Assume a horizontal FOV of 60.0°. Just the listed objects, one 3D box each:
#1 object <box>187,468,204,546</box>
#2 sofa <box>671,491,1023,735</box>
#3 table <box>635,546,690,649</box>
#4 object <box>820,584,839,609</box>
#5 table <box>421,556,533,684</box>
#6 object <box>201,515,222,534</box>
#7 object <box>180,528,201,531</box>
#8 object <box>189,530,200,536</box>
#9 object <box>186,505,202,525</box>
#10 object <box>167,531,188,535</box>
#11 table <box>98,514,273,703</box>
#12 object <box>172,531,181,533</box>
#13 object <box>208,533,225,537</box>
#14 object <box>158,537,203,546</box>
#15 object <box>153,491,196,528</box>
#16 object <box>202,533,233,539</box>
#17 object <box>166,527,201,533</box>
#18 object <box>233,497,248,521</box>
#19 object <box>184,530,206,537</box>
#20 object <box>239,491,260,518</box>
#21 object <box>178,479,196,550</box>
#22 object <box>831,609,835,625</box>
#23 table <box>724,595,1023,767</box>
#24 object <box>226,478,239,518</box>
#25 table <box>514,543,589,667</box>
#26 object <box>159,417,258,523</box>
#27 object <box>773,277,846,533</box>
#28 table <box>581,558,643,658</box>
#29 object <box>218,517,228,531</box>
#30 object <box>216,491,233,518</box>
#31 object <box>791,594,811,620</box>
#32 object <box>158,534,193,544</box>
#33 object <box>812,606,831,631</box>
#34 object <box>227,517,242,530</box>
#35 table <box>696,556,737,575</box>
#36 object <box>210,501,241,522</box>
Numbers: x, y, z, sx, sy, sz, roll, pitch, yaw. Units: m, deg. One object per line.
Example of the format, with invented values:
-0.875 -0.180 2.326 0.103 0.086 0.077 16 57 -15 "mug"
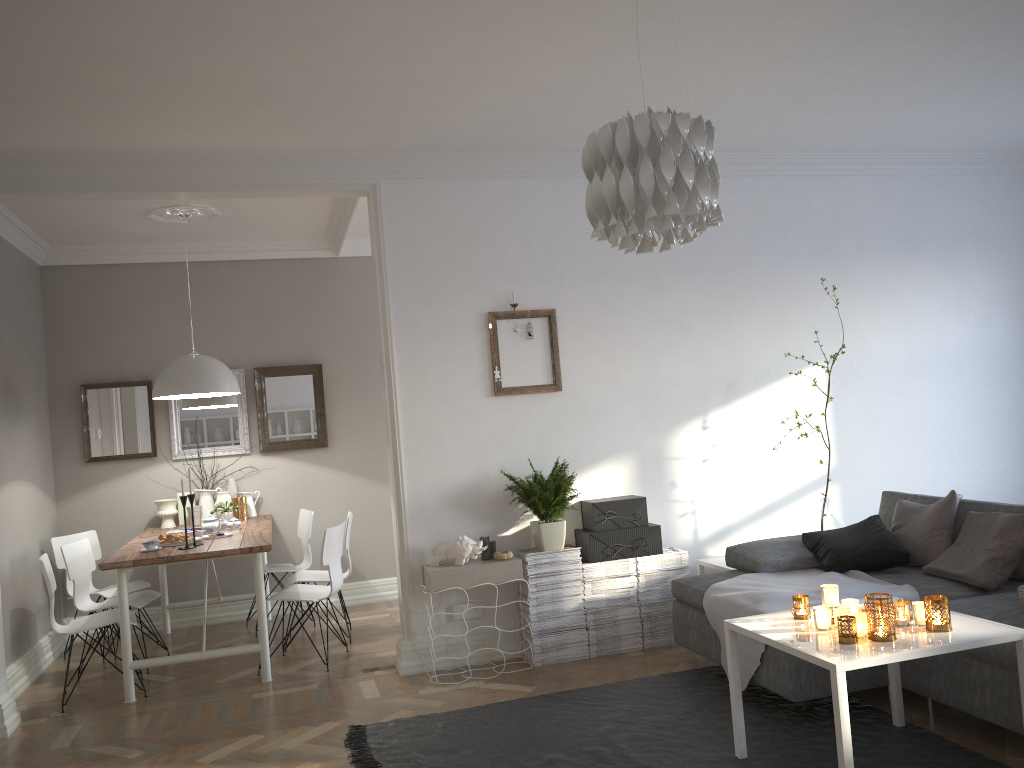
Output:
-1.796 0.683 4.976 0.095 0.448 0.095 -4 -2 -20 "object"
1.884 0.938 3.516 1.554 0.772 2.634 -4 -2 -15 "sofa"
0.818 1.191 4.971 0.327 0.499 0.247 -4 -2 -15 "table"
1.090 0.727 3.037 0.060 0.073 0.060 -5 -2 1 "object"
-0.190 1.224 4.658 0.553 0.575 0.299 -4 -2 -15 "table"
-1.895 0.882 5.590 0.143 0.118 0.124 -4 -2 -11 "object"
-2.091 0.950 5.739 0.194 0.022 0.201 -5 -2 5 "object"
-1.936 0.917 5.409 0.083 0.039 0.085 -7 -3 40 "object"
-2.250 0.934 6.293 0.097 0.132 0.094 -6 -2 41 "object"
-2.072 0.934 5.508 0.129 0.038 0.129 -4 -2 -10 "object"
-1.919 1.318 5.559 0.852 0.750 1.988 -4 -2 -15 "table"
-2.082 0.933 5.514 0.073 0.037 0.057 -6 -2 23 "object"
-1.763 0.909 5.323 0.100 0.025 0.066 -3 -3 -38 "object"
-1.946 0.918 5.147 0.287 0.019 0.287 -3 -3 -28 "object"
-2.407 0.899 6.335 0.173 0.228 0.310 -6 -2 28 "object"
-1.771 0.914 5.331 0.180 0.014 0.180 -7 -3 40 "object"
-2.087 0.954 5.736 0.287 0.019 0.287 -3 -3 -43 "object"
-1.954 0.896 6.376 0.095 0.163 0.095 -5 -2 25 "object"
-1.934 0.918 5.410 0.129 0.038 0.129 -4 -2 -15 "object"
-1.936 0.885 6.523 0.115 0.194 0.136 -5 -2 15 "object"
-1.796 0.705 4.866 0.095 0.396 0.095 -4 -2 -20 "object"
1.113 0.809 3.110 0.050 0.058 0.052 -6 -3 44 "object"
1.234 1.079 3.038 0.715 0.504 0.675 -4 -2 -15 "table"
-2.053 0.841 6.516 0.091 0.301 0.091 -6 -2 28 "object"
0.215 1.185 4.807 0.321 0.596 0.247 -4 -2 -15 "table"
-2.157 0.604 6.375 0.698 0.781 0.352 -4 -2 -33 "object"
1.691 0.214 4.974 0.340 1.674 0.775 -6 -2 34 "object"
0.515 1.213 4.888 0.327 0.499 0.247 -4 -2 -15 "table"
-1.875 0.903 5.734 0.086 0.086 0.072 -6 -2 40 "object"
-2.070 0.883 6.384 0.114 0.209 0.113 -4 -2 -15 "object"
1.050 0.808 3.213 0.060 0.079 0.060 -4 -2 -21 "object"
-1.966 0.893 5.131 0.188 0.063 0.197 -7 -3 45 "object"
1.065 0.803 3.040 0.060 0.073 0.060 -3 -2 -35 "object"
-1.784 0.894 5.695 0.090 0.086 0.090 -6 -2 30 "object"
1.349 1.196 4.992 0.437 0.412 0.423 -4 -2 -15 "table"
-1.995 0.893 6.184 0.169 0.162 0.178 -6 -2 25 "object"
